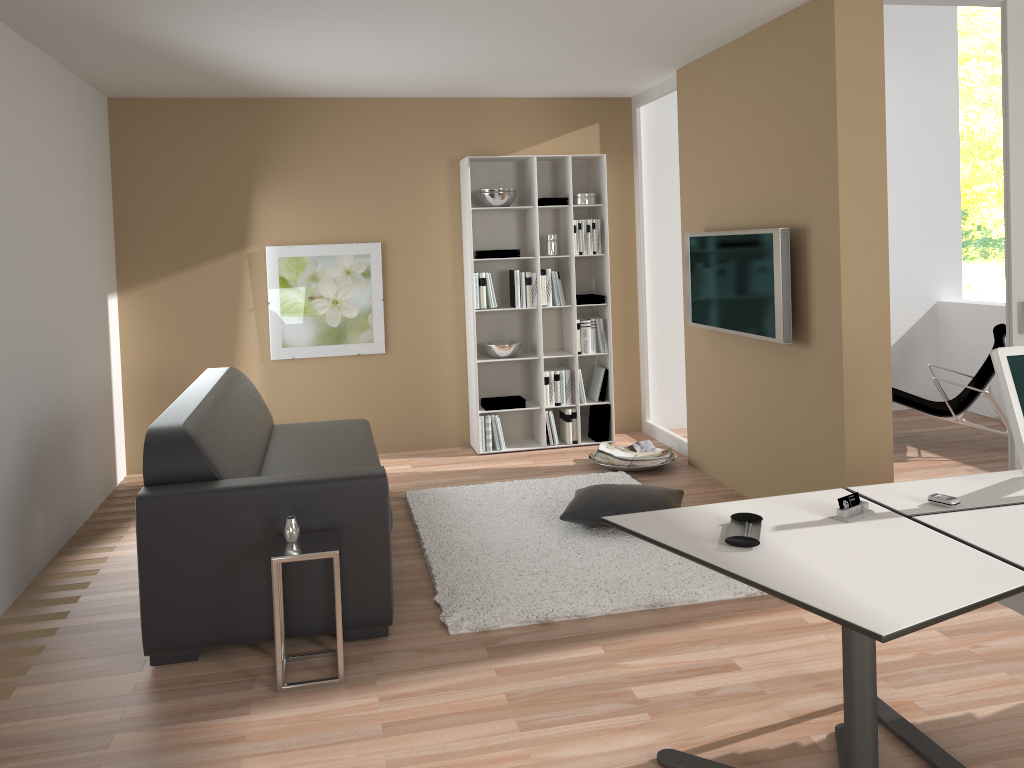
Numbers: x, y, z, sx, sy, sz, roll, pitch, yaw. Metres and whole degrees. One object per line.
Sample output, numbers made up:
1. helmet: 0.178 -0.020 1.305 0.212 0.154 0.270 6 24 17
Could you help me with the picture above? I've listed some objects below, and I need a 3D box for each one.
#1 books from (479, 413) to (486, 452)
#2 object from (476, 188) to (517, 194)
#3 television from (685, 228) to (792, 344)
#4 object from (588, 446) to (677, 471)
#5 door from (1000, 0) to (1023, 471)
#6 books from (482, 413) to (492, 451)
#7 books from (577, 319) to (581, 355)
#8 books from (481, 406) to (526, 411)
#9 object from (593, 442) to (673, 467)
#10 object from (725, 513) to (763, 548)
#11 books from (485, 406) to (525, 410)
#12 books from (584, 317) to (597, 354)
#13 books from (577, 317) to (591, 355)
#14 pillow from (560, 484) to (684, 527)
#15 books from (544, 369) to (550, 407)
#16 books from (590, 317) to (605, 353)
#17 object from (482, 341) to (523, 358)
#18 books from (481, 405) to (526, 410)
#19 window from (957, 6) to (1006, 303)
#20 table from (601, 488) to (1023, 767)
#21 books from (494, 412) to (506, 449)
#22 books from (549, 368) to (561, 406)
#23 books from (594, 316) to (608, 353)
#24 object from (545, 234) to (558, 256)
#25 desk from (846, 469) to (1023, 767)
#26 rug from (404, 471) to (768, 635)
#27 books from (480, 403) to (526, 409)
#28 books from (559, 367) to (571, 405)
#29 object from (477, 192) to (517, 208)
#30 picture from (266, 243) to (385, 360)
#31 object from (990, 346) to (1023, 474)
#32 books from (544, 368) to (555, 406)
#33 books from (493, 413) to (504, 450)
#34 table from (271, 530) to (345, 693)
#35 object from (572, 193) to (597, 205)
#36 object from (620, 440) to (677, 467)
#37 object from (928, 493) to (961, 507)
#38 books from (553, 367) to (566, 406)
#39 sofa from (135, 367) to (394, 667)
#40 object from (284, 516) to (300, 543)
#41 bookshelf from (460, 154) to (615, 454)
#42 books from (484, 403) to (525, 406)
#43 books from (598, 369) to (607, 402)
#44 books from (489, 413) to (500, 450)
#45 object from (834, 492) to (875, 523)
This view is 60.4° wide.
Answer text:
1. books: -0.234 0.344 6.460 0.040 0.257 0.209 -3 5 -11
2. object: -0.111 -1.376 6.484 0.300 0.106 0.301 5 11 43
3. television: 1.237 -0.571 4.940 0.054 0.574 1.185 -3 7 -12
4. object: 0.807 0.514 5.899 0.588 0.063 0.588 -9 11 -36
5. door: 3.064 -0.637 4.519 1.189 2.634 0.060 -3 2 -12
6. books: -0.187 0.342 6.465 0.040 0.257 0.209 -3 5 -11
7. books: 0.468 -0.359 6.595 0.040 0.257 0.209 -3 5 -11
8. books: -0.066 0.168 6.511 0.297 0.007 0.212 -4 9 -12
9. object: 0.809 0.483 5.912 0.498 0.096 0.347 1 9 18
10. object: 0.632 0.395 2.390 0.089 0.030 0.218 1 9 18
11. books: -0.066 0.157 6.512 0.297 0.006 0.212 -4 9 -12
12. books: 0.586 -0.369 6.630 0.040 0.257 0.209 -3 5 -12
13. books: 0.529 -0.363 6.603 0.076 0.257 0.209 -3 5 -11
14. pillow: 0.589 0.639 4.632 0.608 0.208 0.588 0 8 13
15. books: 0.235 0.025 6.548 0.040 0.257 0.209 -3 5 -11
16. books: 0.638 -0.372 6.636 0.060 0.258 0.209 -3 5 -11
17. object: -0.069 -0.252 6.521 0.300 0.106 0.301 5 11 43
18. books: -0.066 0.163 6.512 0.297 0.006 0.212 -4 9 -12
19. window: 9.045 -2.679 8.533 2.085 5.910 12.146 -4 7 -28
20. table: 0.785 0.770 2.260 0.812 0.683 0.934 -4 7 -15
21. books: -0.098 0.332 6.497 0.058 0.256 0.209 -3 5 -11
22. books: 0.315 0.018 6.570 0.040 0.257 0.209 -3 5 -11
23. books: 0.663 -0.373 6.641 0.060 0.258 0.209 -3 5 -12
24. object: 0.295 -1.029 6.524 0.093 0.161 0.094 -2 4 3
25. desk: 1.941 0.675 2.593 1.602 0.683 0.811 -4 6 -12
26. rug: 0.236 0.769 4.521 1.451 0.045 2.044 -4 9 -12
27. books: -0.068 0.151 6.511 0.298 0.006 0.212 -4 9 -14
28. books: 0.397 0.012 6.588 0.040 0.257 0.209 -3 5 -12
29. object: -0.110 -1.349 6.485 0.300 0.106 0.301 5 11 43
30. picture: -1.347 -0.605 6.387 0.817 0.812 0.019 -3 2 -12
31. object: 1.766 0.091 2.778 0.467 0.429 0.198 -3 3 -12
32. books: 0.274 0.021 6.563 0.040 0.257 0.209 -3 5 -12
33. books: -0.112 0.337 6.478 0.058 0.256 0.209 -3 5 -11
34. table: -0.727 0.801 3.146 0.227 0.467 0.240 -3 3 -12
35. object: 0.542 -1.383 6.606 0.191 0.089 0.194 2 9 30
36. object: 0.854 0.489 5.937 0.343 0.096 0.504 -4 9 -12
37. object: 1.267 0.341 2.583 0.047 0.021 0.084 -7 10 -32
38. books: 0.355 0.015 6.579 0.040 0.257 0.209 -3 5 -11
39. sofa: -1.133 0.433 4.371 0.952 0.828 2.280 -3 8 -12
40. object: -0.792 0.523 3.164 0.058 0.086 0.057 -6 5 -42
41. bookshelf: 0.188 -0.617 6.576 1.040 2.130 0.334 -3 2 -12
42. books: -0.067 0.135 6.509 0.297 0.006 0.212 -4 9 -11
43. books: 0.669 -0.002 6.673 0.043 0.237 0.212 -3 5 -11
44. books: -0.138 0.336 6.477 0.060 0.258 0.209 -3 5 -12
45. object: 0.979 0.350 2.515 0.131 0.055 0.049 -8 7 -36
